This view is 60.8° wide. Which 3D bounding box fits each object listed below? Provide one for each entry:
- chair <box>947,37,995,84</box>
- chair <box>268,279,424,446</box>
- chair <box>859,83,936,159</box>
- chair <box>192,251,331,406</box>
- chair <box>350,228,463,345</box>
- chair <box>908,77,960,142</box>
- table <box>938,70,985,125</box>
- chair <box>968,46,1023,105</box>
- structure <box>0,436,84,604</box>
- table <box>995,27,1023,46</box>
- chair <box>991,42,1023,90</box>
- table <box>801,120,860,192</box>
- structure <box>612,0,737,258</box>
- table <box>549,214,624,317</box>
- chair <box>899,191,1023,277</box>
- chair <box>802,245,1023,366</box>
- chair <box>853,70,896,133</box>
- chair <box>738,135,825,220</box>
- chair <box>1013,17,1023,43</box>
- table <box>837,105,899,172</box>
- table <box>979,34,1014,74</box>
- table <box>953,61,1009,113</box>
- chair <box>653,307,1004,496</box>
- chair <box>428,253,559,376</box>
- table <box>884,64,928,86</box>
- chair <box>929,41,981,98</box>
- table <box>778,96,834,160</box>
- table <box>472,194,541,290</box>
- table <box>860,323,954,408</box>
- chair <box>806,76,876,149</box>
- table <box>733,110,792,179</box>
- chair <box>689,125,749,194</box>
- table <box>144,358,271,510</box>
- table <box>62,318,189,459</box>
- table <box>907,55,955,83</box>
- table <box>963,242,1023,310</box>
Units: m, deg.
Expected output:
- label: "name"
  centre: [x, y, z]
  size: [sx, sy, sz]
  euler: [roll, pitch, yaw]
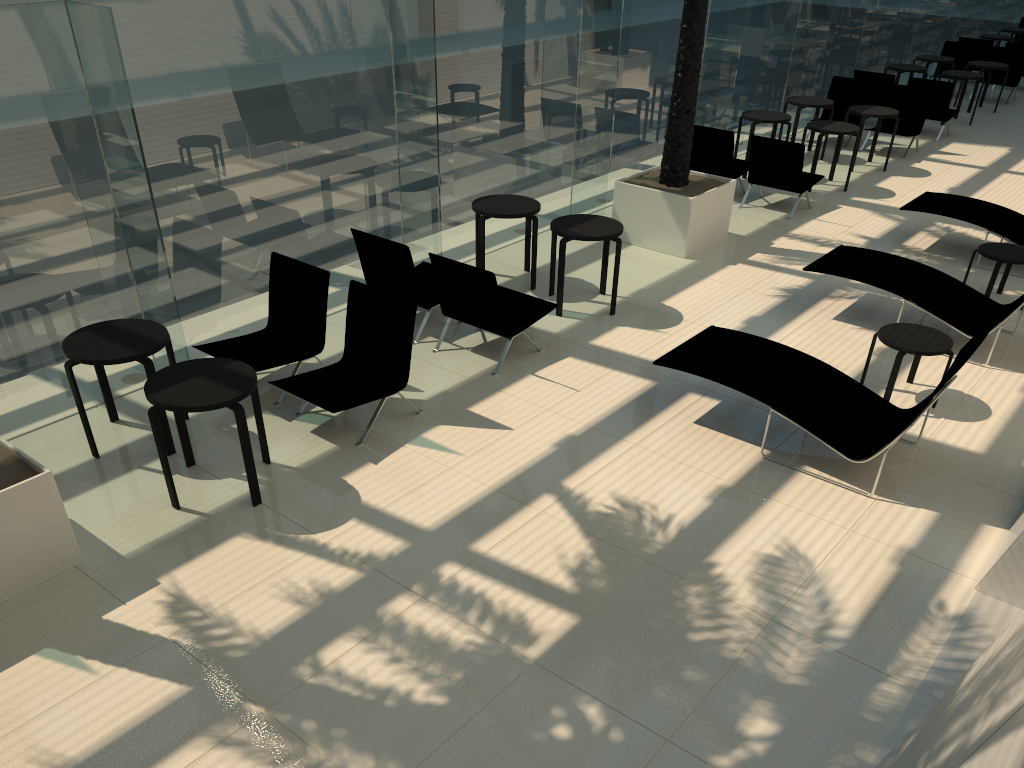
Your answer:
- label: "chair"
  centre: [9.888, -6.905, 18.582]
  size: [0.692, 0.960, 0.845]
  euler: [25, 39, 32]
- label: "chair"
  centre: [-1.233, -0.137, 6.424]
  size: [0.692, 0.960, 0.845]
  euler: [25, 39, 32]
- label: "chair"
  centre: [5.930, -4.065, 13.510]
  size: [0.692, 0.960, 0.845]
  euler: [25, 39, 32]
- label: "chair"
  centre: [-1.957, -0.420, 6.883]
  size: [0.692, 0.960, 0.845]
  euler: [25, 39, 32]
- label: "chair"
  centre: [-0.867, -1.007, 7.943]
  size: [0.692, 0.960, 0.845]
  euler: [25, 39, 32]
- label: "chair"
  centre: [7.019, -4.652, 14.569]
  size: [0.692, 0.960, 0.845]
  euler: [25, 39, 32]
- label: "table"
  centre: [7.851, -5.053, 15.419]
  size: [0.678, 0.844, 0.626]
  euler: [-6, 33, -11]
- label: "chair"
  centre: [9.514, -6.031, 17.056]
  size: [0.692, 0.960, 0.845]
  euler: [25, 39, 32]
- label: "structure"
  centre: [-3.396, -1.995, 2.948]
  size: [4.423, 7.579, 4.459]
  euler: [11, 34, 14]
- label: "table"
  centre: [11.718, -7.873, 20.454]
  size: [0.679, 0.844, 0.625]
  euler: [-3, 33, -7]
- label: "chair"
  centre: [10.612, -6.622, 18.123]
  size: [0.692, 0.960, 0.845]
  euler: [25, 39, 32]
- label: "table"
  centre: [4.289, -3.100, 11.895]
  size: [0.678, 0.844, 0.626]
  euler: [-6, 33, -11]
- label: "structure"
  centre: [1.799, -4.824, 8.054]
  size: [4.704, 7.579, 4.196]
  euler: [20, 37, 26]
- label: "table"
  centre: [0.689, -1.125, 8.333]
  size: [0.678, 0.844, 0.626]
  euler: [-6, 33, -11]
- label: "chair"
  centre: [5.455, -1.962, 9.546]
  size: [1.970, 1.251, 0.877]
  euler: [22, 38, 31]
- label: "chair"
  centre: [3.821, -1.065, 7.930]
  size: [1.970, 1.251, 0.877]
  euler: [22, 38, 31]
- label: "chair"
  centre: [6.295, -4.934, 15.028]
  size: [0.692, 0.960, 0.845]
  euler: [25, 39, 32]
- label: "chair"
  centre: [3.472, -2.707, 11.061]
  size: [0.692, 0.960, 0.845]
  euler: [25, 39, 32]
- label: "chair"
  centre: [12.471, -8.332, 21.156]
  size: [0.692, 0.960, 0.845]
  euler: [25, 39, 32]
- label: "table"
  centre: [5.205, -3.595, 12.790]
  size: [0.679, 0.844, 0.625]
  euler: [-3, 33, -7]
- label: "table"
  centre: [10.683, -7.313, 19.442]
  size: [0.678, 0.844, 0.626]
  euler: [-6, 33, -11]
- label: "table"
  centre: [8.789, -5.561, 16.336]
  size: [0.679, 0.844, 0.625]
  euler: [-3, 33, -7]
- label: "chair"
  centre: [2.136, -0.141, 6.263]
  size: [1.970, 1.251, 0.877]
  euler: [22, 38, 31]
- label: "chair"
  centre: [-0.143, -0.724, 7.484]
  size: [0.692, 0.960, 0.845]
  euler: [25, 39, 32]
- label: "table"
  centre: [7.099, -5.347, 15.896]
  size: [0.678, 0.844, 0.626]
  euler: [-6, 33, -11]
- label: "chair"
  centre: [8.791, -6.313, 17.515]
  size: [0.692, 0.960, 0.845]
  euler: [25, 39, 32]
- label: "table"
  centre: [4.452, -3.889, 13.267]
  size: [0.679, 0.844, 0.625]
  euler: [-3, 33, -7]
- label: "table"
  centre: [-0.064, -1.419, 8.811]
  size: [0.678, 0.844, 0.626]
  euler: [-6, 33, -11]
- label: "table"
  centre: [3.166, -0.137, 7.002]
  size: [0.553, 0.559, 0.509]
  euler: [-3, 32, -7]
- label: "chair"
  centre: [5.206, -4.348, 13.969]
  size: [0.692, 0.960, 0.845]
  euler: [25, 39, 32]
- label: "table"
  centre: [3.536, -3.393, 12.372]
  size: [0.678, 0.844, 0.626]
  euler: [-6, 33, -11]
- label: "chair"
  centre: [2.749, -2.990, 11.520]
  size: [0.692, 0.960, 0.845]
  euler: [25, 39, 32]
- label: "table"
  centre: [-1.958, 0.332, 5.704]
  size: [0.680, 0.844, 0.624]
  euler: [-1, 33, -4]
- label: "table"
  centre: [-2.710, 0.039, 6.181]
  size: [0.680, 0.844, 0.624]
  euler: [-1, 33, -4]
- label: "table"
  centre: [8.037, -5.855, 16.813]
  size: [0.679, 0.844, 0.625]
  euler: [-3, 33, -7]
- label: "table"
  centre: [4.851, -1.061, 8.669]
  size: [0.553, 0.559, 0.509]
  euler: [-3, 32, -7]
